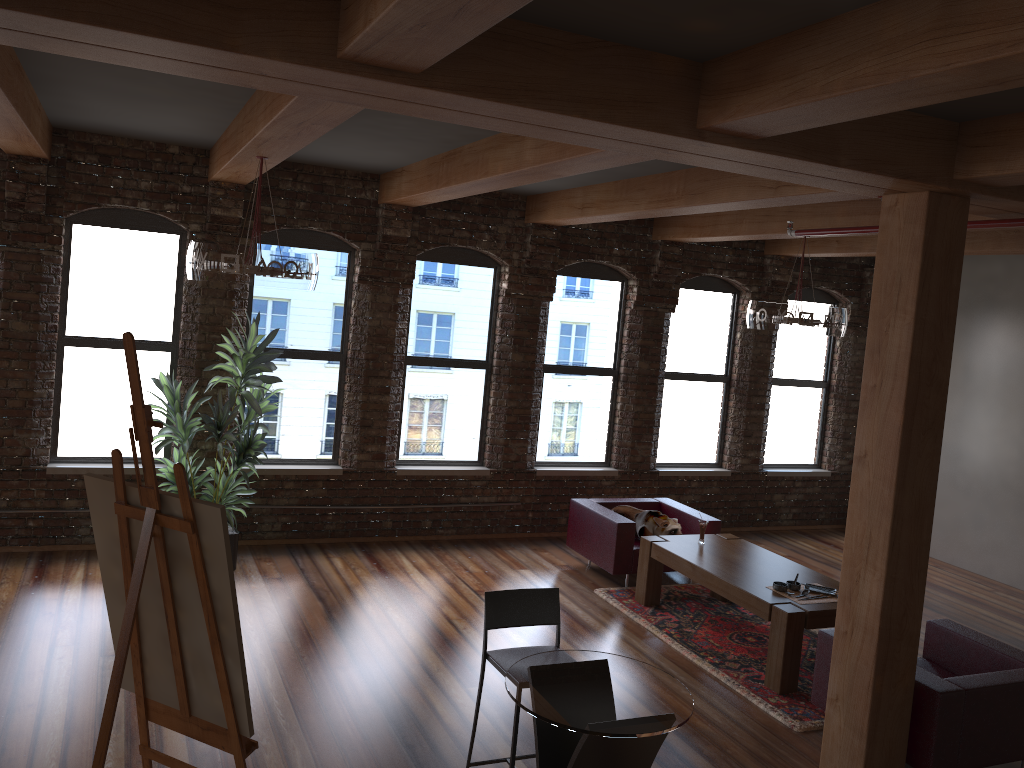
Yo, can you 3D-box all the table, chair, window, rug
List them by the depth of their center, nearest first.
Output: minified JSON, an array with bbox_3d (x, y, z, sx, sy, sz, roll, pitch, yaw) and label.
[{"bbox_3d":[0.291,1.624,3.423,0.721,0.922,0.723,5,4,1],"label":"table"},{"bbox_3d":[0.092,1.506,4.102,0.429,0.979,0.468,4,4,-24],"label":"chair"},{"bbox_3d":[2.443,1.820,5.079,1.069,0.591,0.869,3,5,-24],"label":"chair"},{"bbox_3d":[1.786,1.915,6.590,1.342,0.009,2.472,3,6,-24],"label":"rug"},{"bbox_3d":[1.785,1.639,6.616,0.899,0.548,1.757,3,6,-24],"label":"table"},{"bbox_3d":[-3.274,-0.364,7.399,0.967,2.210,0.236,4,3,-24],"label":"window"},{"bbox_3d":[-1.937,-0.298,7.997,0.967,2.210,0.236,4,3,-24],"label":"window"},{"bbox_3d":[1.172,1.426,8.021,1.069,0.591,0.869,3,5,-24],"label":"chair"},{"bbox_3d":[-0.602,-0.233,8.593,0.967,2.210,0.236,4,3,-24],"label":"window"},{"bbox_3d":[0.734,-0.167,9.190,0.967,2.210,0.236,4,3,-24],"label":"window"},{"bbox_3d":[2.071,-0.102,9.787,0.967,2.210,0.236,4,3,-24],"label":"window"},{"bbox_3d":[3.407,-0.037,10.385,0.967,2.210,0.236,4,3,-24],"label":"window"}]

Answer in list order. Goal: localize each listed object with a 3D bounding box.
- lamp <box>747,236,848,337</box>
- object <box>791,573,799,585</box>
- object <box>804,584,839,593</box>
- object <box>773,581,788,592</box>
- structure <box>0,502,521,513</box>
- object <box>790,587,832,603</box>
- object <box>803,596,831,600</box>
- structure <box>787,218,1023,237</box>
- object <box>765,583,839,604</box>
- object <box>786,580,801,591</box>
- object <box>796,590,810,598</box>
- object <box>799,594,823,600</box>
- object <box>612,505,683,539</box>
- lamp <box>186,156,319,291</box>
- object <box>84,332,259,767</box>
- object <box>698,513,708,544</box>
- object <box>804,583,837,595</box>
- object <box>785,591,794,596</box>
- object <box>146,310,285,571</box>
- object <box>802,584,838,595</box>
[{"bbox_3d":[2.416,-0.837,7.429,0.810,0.813,0.810,6,4,17],"label":"lamp"},{"bbox_3d":[1.967,1.370,6.161,0.045,0.079,0.137,7,5,31],"label":"object"},{"bbox_3d":[2.138,1.415,6.146,0.271,0.008,0.007,9,5,32],"label":"object"},{"bbox_3d":[1.843,1.393,6.086,0.099,0.043,0.099,5,5,2],"label":"object"},{"bbox_3d":[-6.188,0.805,6.056,13.691,0.312,1.640,2,6,-31],"label":"structure"},{"bbox_3d":[2.039,1.436,6.071,0.470,0.003,0.333,3,6,-24],"label":"object"},{"bbox_3d":[2.052,1.442,5.967,0.270,0.008,0.007,2,5,-29],"label":"object"},{"bbox_3d":[3.385,-0.716,3.379,0.051,0.111,6.837,4,5,-24],"label":"structure"},{"bbox_3d":[2.039,1.435,6.072,0.468,0.001,0.354,3,6,-24],"label":"object"},{"bbox_3d":[1.949,1.398,6.137,0.099,0.043,0.099,6,5,14],"label":"object"},{"bbox_3d":[1.964,1.419,5.998,0.153,0.030,0.045,1,6,-40],"label":"object"},{"bbox_3d":[2.011,1.438,5.970,0.270,0.008,0.007,1,5,-35],"label":"object"},{"bbox_3d":[1.179,1.263,7.875,0.757,0.296,0.364,9,6,37],"label":"object"},{"bbox_3d":[-1.617,-1.035,5.627,0.810,0.813,0.810,7,4,18],"label":"lamp"},{"bbox_3d":[-1.328,0.869,3.306,0.703,2.136,0.685,7,3,26],"label":"object"},{"bbox_3d":[1.544,1.172,7.170,0.076,0.231,0.095,6,3,9],"label":"object"},{"bbox_3d":[2.136,1.428,6.139,0.213,0.018,0.154,7,6,21],"label":"object"},{"bbox_3d":[1.873,1.417,5.979,0.059,0.021,0.018,7,4,18],"label":"object"},{"bbox_3d":[-2.431,0.424,7.181,1.079,2.099,0.969,5,3,-11],"label":"object"},{"bbox_3d":[2.130,1.417,6.118,0.271,0.008,0.007,10,6,40],"label":"object"}]
